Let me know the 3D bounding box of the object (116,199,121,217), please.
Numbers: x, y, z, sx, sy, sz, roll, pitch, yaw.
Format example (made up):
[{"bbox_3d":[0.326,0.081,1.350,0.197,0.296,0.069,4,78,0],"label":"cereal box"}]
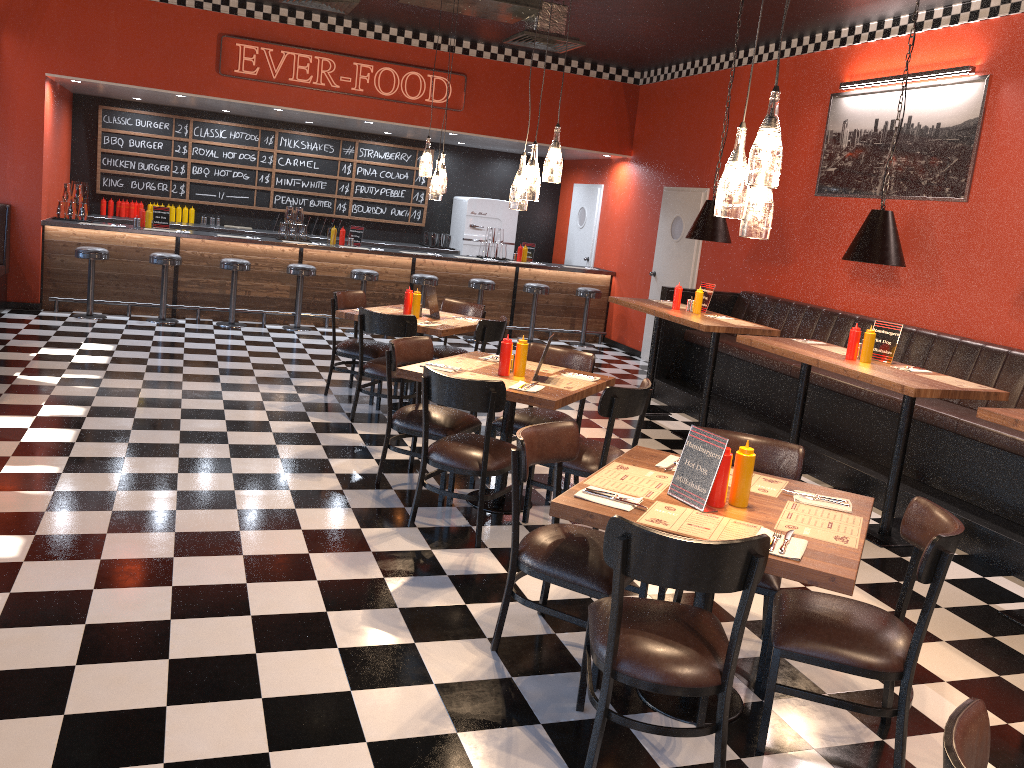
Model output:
[{"bbox_3d":[-5.323,-2.388,11.998,0.068,0.236,0.068,4,9,-18],"label":"object"}]

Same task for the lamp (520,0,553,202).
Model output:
[{"bbox_3d":[0.203,-1.973,4.750,0.109,1.952,0.109,10,9,21],"label":"lamp"}]

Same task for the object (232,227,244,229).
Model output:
[{"bbox_3d":[-3.861,-2.207,12.490,0.365,0.001,0.263,3,12,-19],"label":"object"}]

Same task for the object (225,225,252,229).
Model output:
[{"bbox_3d":[-3.860,-2.215,12.489,0.365,0.001,0.263,3,12,-19],"label":"object"}]

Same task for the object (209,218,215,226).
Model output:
[{"bbox_3d":[-4.197,-2.291,12.413,0.047,0.135,0.094,11,10,24],"label":"object"}]

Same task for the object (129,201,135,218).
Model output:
[{"bbox_3d":[-5.146,-2.367,11.992,0.068,0.236,0.068,4,9,-18],"label":"object"}]

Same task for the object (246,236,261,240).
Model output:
[{"bbox_3d":[-3.126,-1.771,10.718,0.157,0.019,0.257,1,12,-25],"label":"object"}]

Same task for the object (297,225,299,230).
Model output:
[{"bbox_3d":[-3.068,-2.297,12.773,0.072,0.255,0.190,4,10,-16],"label":"object"}]

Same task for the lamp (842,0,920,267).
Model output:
[{"bbox_3d":[2.397,-1.760,5.443,0.383,2.030,0.383,10,9,20],"label":"lamp"}]

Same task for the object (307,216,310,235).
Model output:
[{"bbox_3d":[-2.964,-2.293,12.811,0.070,0.256,0.190,4,10,-17],"label":"object"}]

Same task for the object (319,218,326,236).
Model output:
[{"bbox_3d":[-2.753,-2.285,12.889,0.072,0.255,0.190,4,10,-16],"label":"object"}]

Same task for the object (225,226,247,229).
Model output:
[{"bbox_3d":[-3.860,-2.210,12.490,0.365,0.001,0.263,3,12,-17],"label":"object"}]

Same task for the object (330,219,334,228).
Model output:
[{"bbox_3d":[-2.647,-2.280,12.928,0.074,0.256,0.191,4,10,-18],"label":"object"}]

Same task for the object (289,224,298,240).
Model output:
[{"bbox_3d":[-2.730,-1.896,11.072,0.106,0.207,0.106,11,10,24],"label":"object"}]

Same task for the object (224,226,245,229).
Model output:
[{"bbox_3d":[-3.861,-2.208,12.490,0.365,0.001,0.263,3,12,-17],"label":"object"}]

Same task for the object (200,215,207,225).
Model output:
[{"bbox_3d":[-4.300,-2.293,12.367,0.094,0.135,0.047,9,9,14],"label":"object"}]

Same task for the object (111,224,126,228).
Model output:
[{"bbox_3d":[-4.513,-1.818,10.163,0.157,0.019,0.257,1,12,-25],"label":"object"}]

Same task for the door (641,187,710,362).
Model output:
[{"bbox_3d":[1.928,-1.278,10.705,0.161,2.164,1.034,3,10,-20],"label":"door"}]

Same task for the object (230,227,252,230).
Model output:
[{"bbox_3d":[-3.861,-2.204,12.491,0.365,0.001,0.263,3,12,-18],"label":"object"}]

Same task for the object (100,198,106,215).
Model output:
[{"bbox_3d":[-5.484,-2.385,11.889,0.068,0.236,0.068,-2,12,-43],"label":"object"}]

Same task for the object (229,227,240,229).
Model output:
[{"bbox_3d":[-3.861,-2.202,12.491,0.365,0.001,0.263,2,12,-20],"label":"object"}]

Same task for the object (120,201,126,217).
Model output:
[{"bbox_3d":[-5.246,-2.367,11.937,0.068,0.236,0.068,-2,12,-43],"label":"object"}]

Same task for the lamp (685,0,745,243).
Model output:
[{"bbox_3d":[1.751,-2.191,7.236,0.383,2.030,0.383,10,9,20],"label":"lamp"}]

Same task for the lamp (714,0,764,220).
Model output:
[{"bbox_3d":[0.858,-1.530,2.904,0.108,1.952,0.109,0,11,-38],"label":"lamp"}]

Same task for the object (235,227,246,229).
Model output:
[{"bbox_3d":[-3.860,-2.209,12.490,0.365,0.001,0.263,2,12,-21],"label":"object"}]

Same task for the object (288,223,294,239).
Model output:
[{"bbox_3d":[-2.773,-1.920,11.170,0.106,0.207,0.106,11,10,24],"label":"object"}]

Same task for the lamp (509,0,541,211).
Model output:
[{"bbox_3d":[0.142,-1.943,4.868,0.108,1.952,0.109,5,9,-9],"label":"lamp"}]

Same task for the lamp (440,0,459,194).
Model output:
[{"bbox_3d":[-0.471,-2.486,6.936,0.108,1.952,0.109,1,11,-33],"label":"lamp"}]

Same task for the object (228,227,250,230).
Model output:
[{"bbox_3d":[-3.861,-2.201,12.491,0.365,0.001,0.263,3,12,-19],"label":"object"}]

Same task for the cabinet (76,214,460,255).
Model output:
[{"bbox_3d":[-3.410,-1.652,12.554,5.280,0.992,0.680,2,10,-20],"label":"cabinet"}]

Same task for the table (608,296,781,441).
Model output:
[{"bbox_3d":[1.461,-0.138,7.736,0.695,0.993,1.706,3,11,-20],"label":"table"}]

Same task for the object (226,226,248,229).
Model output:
[{"bbox_3d":[-3.860,-2.211,12.490,0.365,0.001,0.263,2,12,-20],"label":"object"}]

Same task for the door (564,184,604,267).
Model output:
[{"bbox_3d":[0.992,-1.904,13.304,0.161,2.164,1.034,3,10,-20],"label":"door"}]

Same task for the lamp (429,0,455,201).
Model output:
[{"bbox_3d":[-0.496,-2.407,6.825,0.109,1.952,0.109,11,10,26],"label":"lamp"}]

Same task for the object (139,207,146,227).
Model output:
[{"bbox_3d":[-4.366,-1.972,10.458,0.068,0.236,0.068,3,10,-19],"label":"object"}]

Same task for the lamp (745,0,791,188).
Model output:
[{"bbox_3d":[0.932,-1.610,2.775,0.109,1.952,0.109,11,10,26],"label":"lamp"}]

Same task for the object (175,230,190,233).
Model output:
[{"bbox_3d":[-3.868,-1.796,10.418,0.157,0.019,0.257,3,12,-15],"label":"object"}]

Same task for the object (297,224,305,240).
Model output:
[{"bbox_3d":[-2.662,-1.916,11.212,0.106,0.207,0.106,11,10,24],"label":"object"}]

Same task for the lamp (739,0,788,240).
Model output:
[{"bbox_3d":[0.961,-1.471,2.969,0.108,1.952,0.109,5,9,-9],"label":"lamp"}]

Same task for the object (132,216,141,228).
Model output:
[{"bbox_3d":[-4.378,-1.897,10.341,0.094,0.135,0.047,9,9,14],"label":"object"}]

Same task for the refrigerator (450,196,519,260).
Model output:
[{"bbox_3d":[-0.477,-1.911,13.462,0.802,1.791,0.856,3,10,-20],"label":"refrigerator"}]

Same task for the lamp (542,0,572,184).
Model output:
[{"bbox_3d":[0.329,-2.082,4.797,0.109,1.952,0.108,14,12,41],"label":"lamp"}]

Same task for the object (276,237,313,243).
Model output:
[{"bbox_3d":[-2.746,-1.814,11.148,0.436,0.018,0.275,2,12,-20],"label":"object"}]

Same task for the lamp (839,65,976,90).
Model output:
[{"bbox_3d":[3.240,-2.532,7.357,0.081,0.056,1.456,3,12,-20],"label":"lamp"}]

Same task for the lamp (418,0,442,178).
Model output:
[{"bbox_3d":[-0.587,-2.613,6.931,0.108,1.952,0.109,2,10,-29],"label":"lamp"}]

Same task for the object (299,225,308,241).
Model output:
[{"bbox_3d":[-2.613,-1.890,11.107,0.106,0.207,0.106,11,10,24],"label":"object"}]

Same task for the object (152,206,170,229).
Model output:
[{"bbox_3d":[-4.190,-1.987,10.585,0.188,0.255,0.073,1,11,-30],"label":"object"}]

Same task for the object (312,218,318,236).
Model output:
[{"bbox_3d":[-2.858,-2.289,12.851,0.072,0.255,0.190,5,10,-11],"label":"object"}]

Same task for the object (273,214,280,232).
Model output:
[{"bbox_3d":[-3.366,-2.310,12.666,0.070,0.256,0.190,4,10,-13],"label":"object"}]

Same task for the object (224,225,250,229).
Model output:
[{"bbox_3d":[-3.860,-2.214,12.489,0.365,0.001,0.263,2,12,-21],"label":"object"}]

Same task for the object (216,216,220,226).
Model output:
[{"bbox_3d":[-4.113,-2.279,12.402,0.046,0.135,0.094,2,11,-25],"label":"object"}]

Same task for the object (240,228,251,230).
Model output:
[{"bbox_3d":[-3.861,-2.203,12.491,0.365,0.001,0.263,3,12,-15],"label":"object"}]

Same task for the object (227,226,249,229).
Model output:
[{"bbox_3d":[-3.860,-2.213,12.489,0.365,0.001,0.263,2,12,-20],"label":"object"}]

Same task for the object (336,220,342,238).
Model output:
[{"bbox_3d":[-2.544,-2.277,12.967,0.072,0.255,0.190,4,10,-16],"label":"object"}]

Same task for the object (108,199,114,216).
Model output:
[{"bbox_3d":[-5.400,-2.382,11.926,0.068,0.236,0.068,6,9,-4],"label":"object"}]

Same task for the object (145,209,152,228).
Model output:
[{"bbox_3d":[-4.273,-1.953,10.418,0.068,0.236,0.068,3,10,-19],"label":"object"}]
